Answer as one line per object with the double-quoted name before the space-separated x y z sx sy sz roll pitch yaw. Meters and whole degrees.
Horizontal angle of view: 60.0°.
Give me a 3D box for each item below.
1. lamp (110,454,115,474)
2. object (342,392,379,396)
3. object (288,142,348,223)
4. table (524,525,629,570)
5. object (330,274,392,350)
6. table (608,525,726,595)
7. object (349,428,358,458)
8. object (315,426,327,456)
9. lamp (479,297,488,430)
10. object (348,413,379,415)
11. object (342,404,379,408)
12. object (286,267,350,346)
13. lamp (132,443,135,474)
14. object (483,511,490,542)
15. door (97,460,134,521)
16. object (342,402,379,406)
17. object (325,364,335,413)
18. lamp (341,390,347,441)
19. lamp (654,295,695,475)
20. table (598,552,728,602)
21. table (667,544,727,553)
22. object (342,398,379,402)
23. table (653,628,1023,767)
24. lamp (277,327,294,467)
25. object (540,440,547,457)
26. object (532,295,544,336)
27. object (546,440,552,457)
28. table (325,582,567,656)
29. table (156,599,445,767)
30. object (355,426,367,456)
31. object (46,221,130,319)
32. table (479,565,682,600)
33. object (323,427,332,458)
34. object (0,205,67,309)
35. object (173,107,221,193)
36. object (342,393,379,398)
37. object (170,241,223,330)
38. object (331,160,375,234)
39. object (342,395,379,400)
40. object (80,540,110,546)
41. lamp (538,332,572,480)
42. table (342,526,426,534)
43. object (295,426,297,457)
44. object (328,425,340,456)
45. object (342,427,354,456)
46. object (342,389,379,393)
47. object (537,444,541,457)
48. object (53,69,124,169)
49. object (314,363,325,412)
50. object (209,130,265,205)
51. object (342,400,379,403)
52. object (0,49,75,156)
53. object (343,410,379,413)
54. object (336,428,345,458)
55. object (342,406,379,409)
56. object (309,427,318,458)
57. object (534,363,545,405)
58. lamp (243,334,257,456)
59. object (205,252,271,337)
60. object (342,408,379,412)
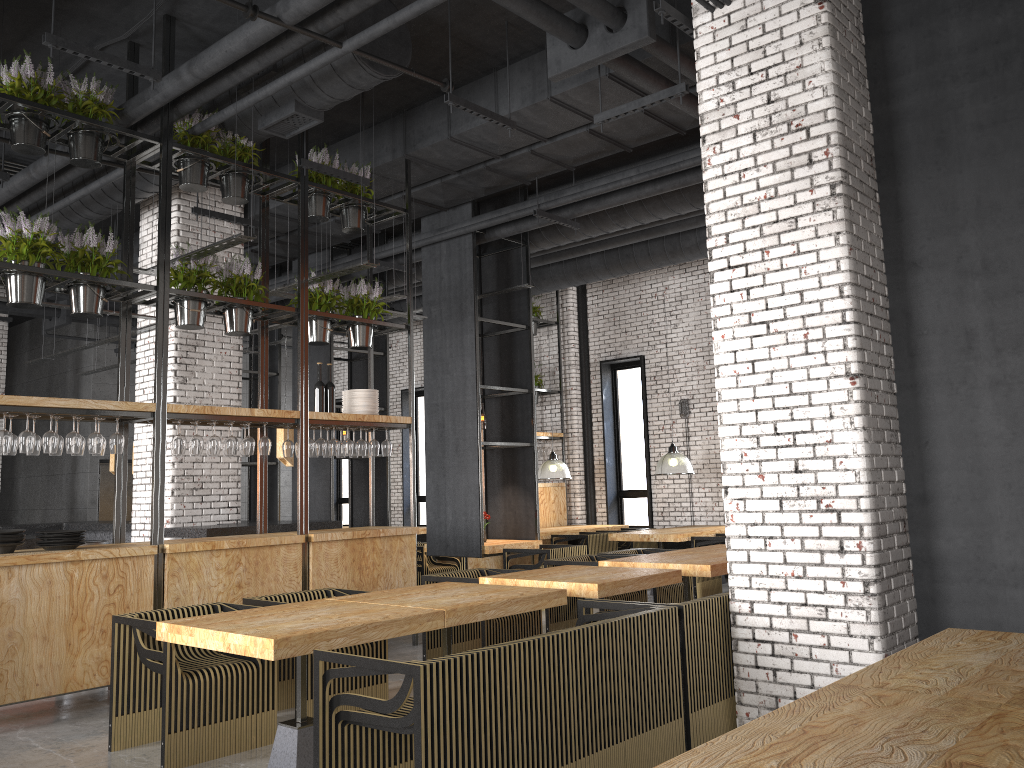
"lamp" -5.371 0.506 12.083 0.127 1.551 0.127 -9 -10 41
"object" -1.388 0.102 8.120 0.334 0.039 0.334 -4 -7 16
"object" -1.751 -1.753 7.988 0.416 0.560 0.466 -4 -8 14
"table" 0.704 2.490 12.893 0.999 0.765 2.113 -8 -9 41
"object" -1.396 -0.606 8.204 0.416 0.560 0.466 -7 -9 35
"table" 2.291 2.277 11.519 0.999 0.765 2.113 -8 -9 41
"object" -1.452 0.542 8.133 0.101 0.268 0.100 -2 -8 4
"object" -1.620 0.473 7.513 0.101 0.268 0.100 0 -8 -12
"lamp" -0.361 -0.267 10.418 0.108 1.603 0.108 -4 -8 13
"object" -1.382 0.292 8.095 0.334 0.033 0.334 4 -9 -40
"object" -1.385 0.215 8.105 0.334 0.039 0.334 -3 -7 7
"object" -1.735 -0.632 7.898 0.467 0.560 0.415 5 -10 -40
"lamp" -4.881 0.470 11.656 0.127 1.611 0.127 -9 -10 41
"object" -0.322 1.633 10.175 0.156 0.356 0.170 -2 -8 -1
"door" -6.975 2.413 15.923 0.158 2.109 1.118 -9 -10 41
"object" -1.384 0.195 8.107 0.334 0.040 0.334 2 -8 -27
"object" -1.618 0.056 7.864 0.098 0.472 0.098 -2 -8 3
"lamp" -2.289 -0.008 12.088 0.108 1.603 0.108 -1 -8 -2
"lamp" 2.097 -0.005 11.820 0.536 2.412 0.535 0 -8 -13
"table" 1.407 1.780 7.092 0.999 0.765 0.995 -8 -9 41
"table" 2.068 1.848 7.841 0.999 0.765 0.995 -8 -9 41
"object" -1.386 0.160 8.112 0.334 0.043 0.334 -5 -7 24
"table" 0.737 1.144 1.554 0.999 0.765 4.130 -8 -9 41
"lamp" -2.439 0.113 9.545 0.127 1.551 0.127 -9 -10 41
"object" 0.494 1.018 14.006 0.101 0.268 0.100 1 -8 -18
"object" 0.290 -1.064 14.339 0.416 0.560 0.466 4 -10 -39
"object" 0.591 1.028 14.116 0.101 0.268 0.100 1 -8 -18
"table" -0.371 1.600 5.103 0.999 0.765 0.995 -8 -9 41
"table" -1.033 1.532 4.354 0.999 0.765 0.995 -8 -9 41
"object" -1.334 0.503 7.836 0.101 0.268 0.100 -2 -8 4
"object" -3.070 -0.767 6.407 0.416 0.560 0.466 -4 -8 18
"table" 0.488 1.688 6.077 0.999 0.765 0.995 -8 -9 41
"object" -1.646 0.522 7.912 0.101 0.268 0.100 -2 -8 4
"object" -3.301 -0.805 6.024 0.467 0.560 0.415 -1 -8 -9
"object" -2.541 -1.834 7.098 0.416 0.560 0.466 2 -9 -30
"object" -1.388 0.121 8.118 0.334 0.044 0.334 -3 -7 12
"object" -2.529 -0.717 6.973 0.467 0.560 0.415 0 -8 -10
"object" -1.506 -1.716 8.365 0.416 0.560 0.466 2 -8 -24
"object" -1.387 0.141 8.116 0.334 0.041 0.334 -3 -7 10
"object" -3.521 1.818 7.282 0.399 1.038 0.396 0 -8 -14
"lamp" 0.575 0.199 13.138 0.536 2.412 0.535 0 -8 -13
"table" -2.971 2.947 15.782 4.129 0.765 0.999 -8 -9 41
"object" -1.835 0.502 7.699 0.101 0.268 0.100 0 -8 -12
"object" -1.529 0.483 7.616 0.101 0.268 0.100 -2 -8 4
"object" -1.431 0.493 7.726 0.101 0.268 0.100 -2 -8 4
"object" -1.389 0.083 8.124 0.334 0.039 0.334 -4 -7 15
"object" 0.397 1.008 13.896 0.101 0.268 0.100 1 -8 -18
"object" -3.121 -1.886 6.505 0.467 0.560 0.415 -4 -8 20
"object" -1.689 0.048 7.784 0.098 0.472 0.098 -2 -8 3
"object" -2.320 -1.802 7.425 0.467 0.560 0.416 -7 -9 35
"object" -1.386 0.180 8.110 0.334 0.039 0.334 4 -9 -41
"object" -3.391 -1.910 6.228 0.416 0.560 0.466 -6 -8 28
"object" -1.383 0.272 8.098 0.334 0.046 0.334 -5 -7 22
"object" -1.549 0.532 8.022 0.101 0.268 0.100 -2 -8 4
"object" -1.384 0.234 8.102 0.335 0.040 0.334 -2 -7 5
"object" -1.743 0.512 7.802 0.101 0.268 0.100 -2 -8 4
"object" 0.301 0.048 14.189 0.416 0.560 0.466 2 -9 -29
"lamp" -2.930 0.103 9.978 0.127 1.399 0.127 -9 -10 41
"object" -2.263 -0.684 7.317 0.416 0.560 0.466 -3 -8 9
"object" -1.382 0.253 8.100 0.334 0.037 0.334 -3 -7 7
